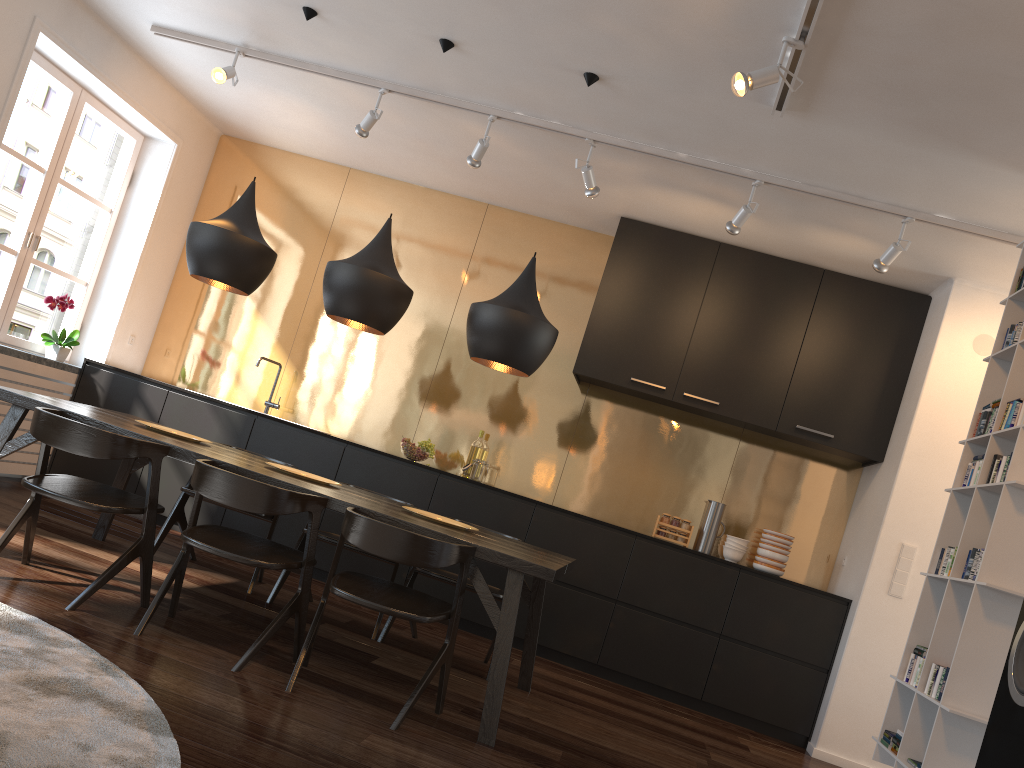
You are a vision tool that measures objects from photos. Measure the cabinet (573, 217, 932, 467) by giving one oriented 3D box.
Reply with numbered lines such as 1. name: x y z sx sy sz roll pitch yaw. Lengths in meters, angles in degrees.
1. cabinet: 1.495 -0.266 5.704 1.948 1.047 0.535 17 -3 9

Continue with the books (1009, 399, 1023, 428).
1. books: 1.699 0.104 2.852 0.122 0.112 0.138 17 -5 10

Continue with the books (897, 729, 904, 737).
1. books: 1.367 1.210 3.028 0.069 0.013 0.093 16 -6 10

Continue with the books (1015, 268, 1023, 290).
1. books: 1.898 -0.365 3.257 0.068 0.107 0.016 17 -2 9

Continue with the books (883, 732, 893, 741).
1. books: 1.372 1.266 3.150 0.069 0.015 0.093 16 -6 10

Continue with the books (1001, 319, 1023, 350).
1. books: 1.840 -0.161 3.141 0.108 0.112 0.223 17 -6 10

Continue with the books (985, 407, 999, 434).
1. books: 1.723 0.141 3.076 0.095 0.107 0.115 17 -4 10

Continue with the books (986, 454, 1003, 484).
1. books: 1.654 0.304 2.988 0.074 0.115 0.029 17 -3 9

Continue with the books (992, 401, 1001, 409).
1. books: 1.727 0.078 3.078 0.068 0.017 0.108 16 -6 10

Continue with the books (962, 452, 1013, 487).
1. books: 1.673 0.313 3.005 0.122 0.112 0.471 17 -6 10

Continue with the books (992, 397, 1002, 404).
1. books: 1.740 0.067 3.076 0.093 0.014 0.113 16 -6 10

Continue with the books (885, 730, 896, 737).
1. books: 1.375 1.255 3.145 0.068 0.009 0.108 16 -6 10

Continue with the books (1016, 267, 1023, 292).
1. books: 1.889 -0.372 3.224 0.068 0.107 0.023 17 -2 9

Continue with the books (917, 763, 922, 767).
1. books: 1.325 1.225 2.791 0.069 0.013 0.094 16 -6 15

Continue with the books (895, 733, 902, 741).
1. books: 1.362 1.223 3.027 0.069 0.013 0.093 16 -6 10

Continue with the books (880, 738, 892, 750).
1. books: 1.363 1.291 3.147 0.074 0.015 0.099 16 -6 10

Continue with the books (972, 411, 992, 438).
1. books: 1.740 0.163 3.196 0.095 0.104 0.102 17 -4 10

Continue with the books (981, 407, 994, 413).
1. books: 1.753 0.106 3.203 0.069 0.013 0.093 16 -6 10

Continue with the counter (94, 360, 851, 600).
1. counter: -0.390 0.588 5.806 5.042 0.002 0.738 16 -6 9

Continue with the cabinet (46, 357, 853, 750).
1. cabinet: -0.525 1.015 5.788 5.045 0.897 0.738 16 -4 9

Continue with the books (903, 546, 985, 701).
1. books: 1.512 0.811 2.987 0.122 0.509 0.473 17 -4 10

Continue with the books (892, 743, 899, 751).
1. books: 1.350 1.258 3.026 0.069 0.013 0.093 16 -6 10

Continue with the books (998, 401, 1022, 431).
1. books: 1.704 0.122 2.962 0.095 0.107 0.088 17 -4 10

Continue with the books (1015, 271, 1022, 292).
1. books: 1.891 -0.362 3.242 0.069 0.092 0.014 17 -2 9

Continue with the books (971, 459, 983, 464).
1. books: 1.719 0.291 3.177 0.093 0.012 0.112 16 -6 10

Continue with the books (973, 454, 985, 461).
1. books: 1.728 0.277 3.179 0.095 0.022 0.112 16 -6 10

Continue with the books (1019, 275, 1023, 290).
1. books: 1.887 -0.367 3.205 0.069 0.092 0.014 17 -2 9

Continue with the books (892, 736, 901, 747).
1. books: 1.355 1.242 3.034 0.068 0.023 0.108 16 -6 10

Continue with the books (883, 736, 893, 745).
1. books: 1.369 1.278 3.147 0.069 0.014 0.093 16 -6 10

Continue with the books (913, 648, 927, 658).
1. books: 1.483 0.968 3.152 0.068 0.023 0.108 16 -6 10

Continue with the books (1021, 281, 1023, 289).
1. books: 1.885 -0.369 3.191 0.069 0.092 0.014 17 -2 9

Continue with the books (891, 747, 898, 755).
1. books: 1.350 1.275 3.032 0.068 0.016 0.108 16 -6 10

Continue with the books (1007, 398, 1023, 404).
1. books: 1.714 0.066 2.959 0.068 0.008 0.108 16 -6 10

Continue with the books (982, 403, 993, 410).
1. books: 1.754 0.092 3.201 0.069 0.013 0.094 16 -6 15
